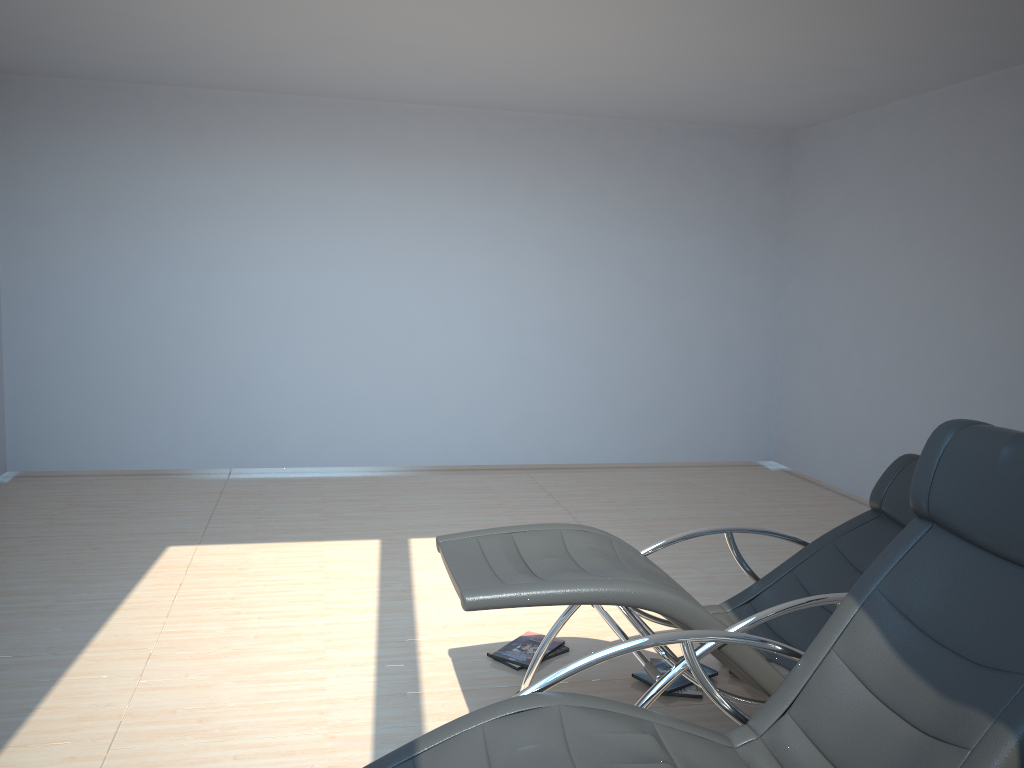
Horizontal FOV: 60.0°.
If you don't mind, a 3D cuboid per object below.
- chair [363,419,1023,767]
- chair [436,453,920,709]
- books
[{"bbox_3d":[0.531,0.752,2.011,1.938,1.251,0.836,0,7,-12],"label":"chair"},{"bbox_3d":[0.818,0.785,3.083,2.114,0.953,0.836,0,7,-12],"label":"chair"},{"bbox_3d":[-0.764,1.184,2.404,1.045,0.222,4.790,8,9,44],"label":"books"}]
